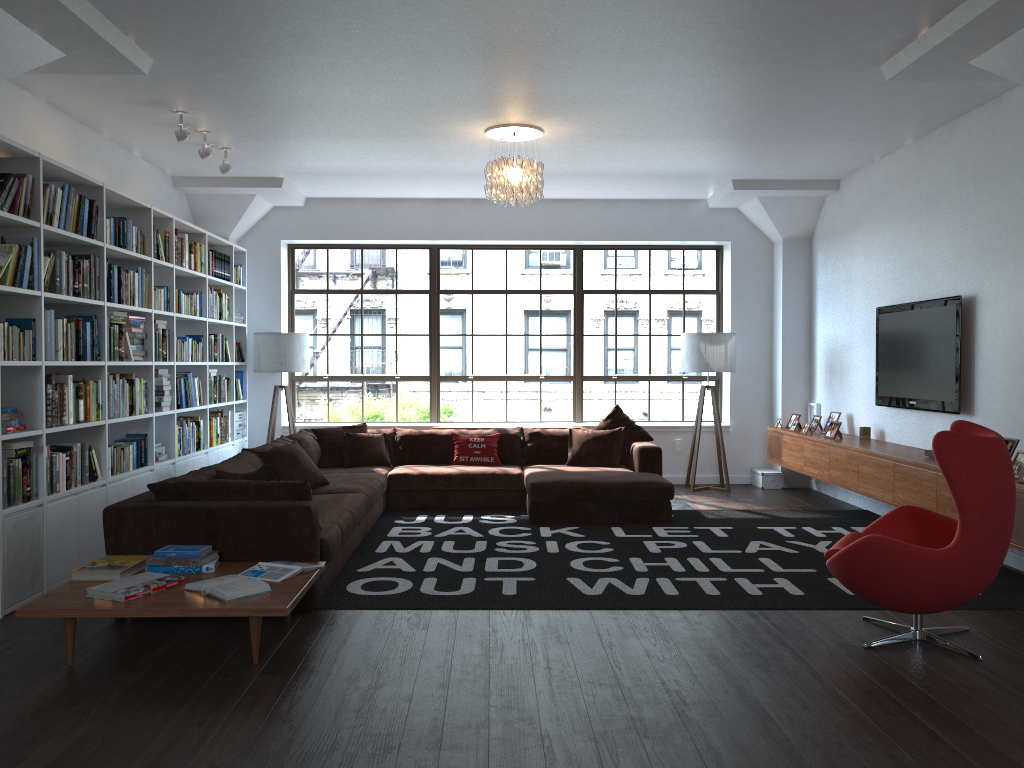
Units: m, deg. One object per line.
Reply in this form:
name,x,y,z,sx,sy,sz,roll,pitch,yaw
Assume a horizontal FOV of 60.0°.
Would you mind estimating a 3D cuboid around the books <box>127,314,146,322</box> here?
books,-2.711,-0.467,6.282,0.129,0.043,0.185,0,1,13

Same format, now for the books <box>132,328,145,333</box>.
books,-2.724,-0.379,6.273,0.161,0.033,0.223,0,1,-1

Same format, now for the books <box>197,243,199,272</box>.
books,-2.729,-1.061,7.458,0.183,0.253,0.034,0,1,-1

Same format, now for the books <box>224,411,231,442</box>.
books,-2.758,0.399,8.406,0.176,0.290,0.053,0,1,-1

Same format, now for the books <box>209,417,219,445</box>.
books,-2.741,0.426,8.017,0.183,0.253,0.037,0,1,-1

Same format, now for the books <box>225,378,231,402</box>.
books,-2.753,0.054,8.355,0.168,0.228,0.139,0,1,-1

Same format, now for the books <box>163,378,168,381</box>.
books,-2.709,-0.035,6.718,0.161,0.026,0.223,0,1,-12

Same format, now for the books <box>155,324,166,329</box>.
books,-2.720,-0.430,6.613,0.223,0.031,0.161,0,1,-1

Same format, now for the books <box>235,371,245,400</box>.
books,-2.757,0.012,8.836,0.176,0.290,0.053,0,1,-1

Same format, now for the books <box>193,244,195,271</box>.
books,-2.735,-1.048,7.389,0.168,0.231,0.037,0,1,-1

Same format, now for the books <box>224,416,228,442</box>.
books,-2.754,0.423,8.324,0.171,0.246,0.057,0,1,-1

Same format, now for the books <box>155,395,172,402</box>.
books,-2.749,0.110,6.750,0.259,0.040,0.180,0,1,-1

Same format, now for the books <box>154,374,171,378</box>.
books,-2.718,-0.060,6.725,0.208,0.024,0.144,0,1,4

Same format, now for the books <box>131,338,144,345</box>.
books,-2.725,-0.300,6.272,0.168,0.045,0.231,0,1,-6

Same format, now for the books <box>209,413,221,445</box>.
books,-2.760,0.409,8.075,0.198,0.284,0.066,0,1,-1

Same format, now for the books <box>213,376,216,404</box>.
books,-2.747,0.052,7.941,0.183,0.253,0.039,0,1,-1

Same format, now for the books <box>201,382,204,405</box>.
books,-2.728,0.077,7.587,0.161,0.218,0.101,0,1,-1

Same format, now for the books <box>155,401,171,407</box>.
books,-2.745,0.149,6.726,0.251,0.037,0.160,0,1,4

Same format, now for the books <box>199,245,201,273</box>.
books,-2.734,-1.062,7.564,0.160,0.250,0.026,0,1,-1

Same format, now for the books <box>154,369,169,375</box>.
books,-2.721,-0.092,6.717,0.185,0.041,0.129,0,1,13

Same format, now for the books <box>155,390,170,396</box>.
books,-2.735,0.068,6.735,0.231,0.044,0.168,0,1,-6

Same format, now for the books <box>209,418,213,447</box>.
books,-2.741,0.430,7.836,0.183,0.253,0.036,0,1,-1

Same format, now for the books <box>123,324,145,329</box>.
books,-2.739,-0.408,6.295,0.223,0.027,0.161,0,1,-12

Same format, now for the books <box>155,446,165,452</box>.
books,-2.781,0.489,6.704,0.254,0.032,0.174,0,1,4

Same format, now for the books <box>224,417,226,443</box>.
books,-2.756,0.427,8.277,0.159,0.241,0.038,0,1,-1

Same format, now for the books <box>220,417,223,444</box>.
books,-2.749,0.426,8.137,0.189,0.247,0.057,0,1,-1

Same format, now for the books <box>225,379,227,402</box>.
books,-2.744,0.067,8.268,0.161,0.221,0.035,0,1,-2

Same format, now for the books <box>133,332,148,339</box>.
books,-2.717,-0.343,6.267,0.183,0.042,0.253,0,1,-1

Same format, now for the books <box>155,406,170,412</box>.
books,-2.742,0.187,6.725,0.246,0.038,0.171,0,1,-1

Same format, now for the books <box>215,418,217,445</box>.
books,-2.744,0.428,7.986,0.160,0.250,0.027,0,1,-1

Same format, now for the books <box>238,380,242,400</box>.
books,-2.756,0.055,8.736,0.161,0.213,0.146,0,1,-1

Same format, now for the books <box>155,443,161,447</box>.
books,-2.777,0.461,6.702,0.204,0.025,0.144,0,1,-1

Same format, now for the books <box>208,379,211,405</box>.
books,-2.734,0.068,7.796,0.161,0.223,0.030,0,1,-1

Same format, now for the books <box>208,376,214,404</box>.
books,-2.734,0.052,7.836,0.174,0.251,0.051,0,1,-1

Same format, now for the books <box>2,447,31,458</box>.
books,-2.665,0.355,4.664,0.174,0.045,0.240,0,1,-12

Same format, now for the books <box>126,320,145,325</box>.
books,-2.718,-0.434,6.287,0.144,0.024,0.208,0,1,4

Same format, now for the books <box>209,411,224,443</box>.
books,-2.732,0.400,8.188,0.140,0.298,0.044,0,1,-1

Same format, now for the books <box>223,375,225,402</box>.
books,-2.750,0.045,8.231,0.160,0.251,0.039,0,1,-1

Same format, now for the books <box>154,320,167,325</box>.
books,-2.720,-0.460,6.620,0.224,0.030,0.161,0,1,9

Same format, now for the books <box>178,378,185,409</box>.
books,-2.714,0.075,7.085,0.174,0.243,0.085,0,1,-1

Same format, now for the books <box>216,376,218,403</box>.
books,-2.745,0.052,8.010,0.171,0.246,0.036,0,1,-1

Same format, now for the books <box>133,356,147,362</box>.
books,-2.712,-0.177,6.268,0.171,0.039,0.246,0,1,-1

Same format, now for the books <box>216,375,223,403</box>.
books,-2.747,0.046,8.130,0.183,0.253,0.042,0,1,-1

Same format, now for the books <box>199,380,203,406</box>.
books,-2.725,0.076,7.553,0.161,0.222,0.084,0,1,-1

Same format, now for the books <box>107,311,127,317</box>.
books,-2.686,-0.460,5.852,0.223,0.027,0.161,0,1,8

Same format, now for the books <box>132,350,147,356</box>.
books,-2.714,-0.216,6.265,0.160,0.039,0.251,0,1,4

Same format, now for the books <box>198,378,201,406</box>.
books,-2.732,0.063,7.522,0.159,0.248,0.089,0,1,-1

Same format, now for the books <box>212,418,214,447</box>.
books,-2.738,0.430,7.871,0.183,0.253,0.037,0,1,-1

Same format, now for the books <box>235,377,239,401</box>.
books,-2.746,0.045,8.585,0.172,0.235,0.112,0,1,-1

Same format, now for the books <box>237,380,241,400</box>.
books,-2.749,0.054,8.685,0.161,0.213,0.118,0,1,-1

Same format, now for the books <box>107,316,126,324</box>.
books,-2.694,-0.424,5.875,0.174,0.045,0.240,0,1,-2

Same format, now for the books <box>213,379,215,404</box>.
books,-2.731,0.066,7.908,0.161,0.223,0.030,0,1,-1

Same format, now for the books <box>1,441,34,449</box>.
books,-2.656,0.319,4.641,0.223,0.027,0.161,0,1,8

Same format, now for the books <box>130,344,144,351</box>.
books,-2.739,-0.256,6.259,0.180,0.042,0.259,0,1,-1

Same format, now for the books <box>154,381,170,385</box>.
books,-2.733,-0.007,6.732,0.223,0.032,0.161,0,1,-1

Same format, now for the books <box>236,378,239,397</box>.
books,-2.754,0.052,8.647,0.161,0.218,0.101,0,1,-1

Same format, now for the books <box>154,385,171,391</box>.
books,-2.739,0.027,6.726,0.253,0.040,0.183,0,1,-1
